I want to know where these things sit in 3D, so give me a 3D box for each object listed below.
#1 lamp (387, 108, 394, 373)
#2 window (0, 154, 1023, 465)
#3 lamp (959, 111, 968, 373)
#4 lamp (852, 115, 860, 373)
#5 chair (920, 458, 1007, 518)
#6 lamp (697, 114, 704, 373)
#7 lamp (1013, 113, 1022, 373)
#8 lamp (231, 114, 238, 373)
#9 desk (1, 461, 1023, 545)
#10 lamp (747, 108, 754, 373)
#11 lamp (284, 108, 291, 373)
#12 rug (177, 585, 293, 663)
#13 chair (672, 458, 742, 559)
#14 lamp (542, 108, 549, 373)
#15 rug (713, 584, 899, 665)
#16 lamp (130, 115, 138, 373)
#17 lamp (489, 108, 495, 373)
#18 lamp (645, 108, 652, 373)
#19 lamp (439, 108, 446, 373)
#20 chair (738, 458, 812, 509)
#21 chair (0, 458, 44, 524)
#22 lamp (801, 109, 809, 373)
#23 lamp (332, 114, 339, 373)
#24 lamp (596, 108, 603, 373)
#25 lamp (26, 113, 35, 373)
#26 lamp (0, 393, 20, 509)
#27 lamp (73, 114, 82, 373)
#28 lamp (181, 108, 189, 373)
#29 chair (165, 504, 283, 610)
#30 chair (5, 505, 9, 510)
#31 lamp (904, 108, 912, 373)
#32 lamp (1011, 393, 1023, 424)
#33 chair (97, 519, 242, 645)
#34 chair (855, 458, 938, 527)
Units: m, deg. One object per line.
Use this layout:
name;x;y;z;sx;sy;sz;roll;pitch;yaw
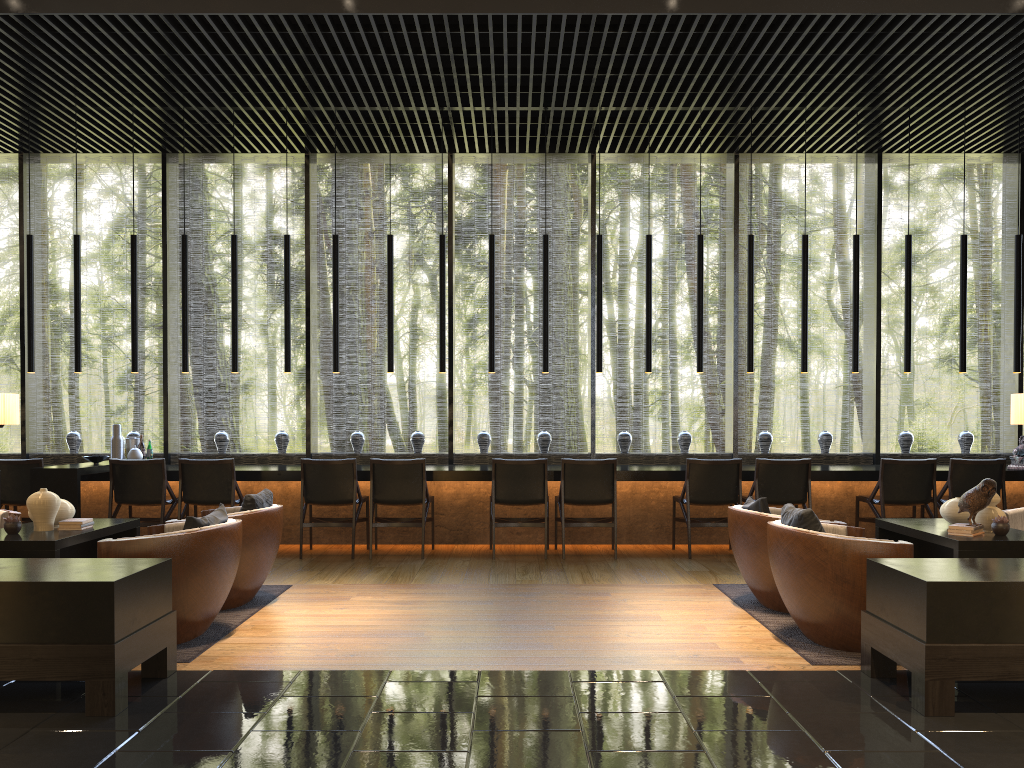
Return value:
lamp;-1.117;-1.312;8.127;0.060;2.422;0.060;0;1;5
window;-9.063;-0.831;3.611;31.869;4.230;12.061;0;-2;0
lamp;4.148;-1.312;8.127;0.060;2.422;0.060;0;1;-5
lamp;3.161;-1.312;8.127;0.060;2.422;0.060;0;1;-5
chair;3.869;1.039;7.547;0.525;0.828;0.563;0;0;0
lamp;1.730;-1.312;8.127;0.060;2.422;0.060;0;1;-5
lamp;4.648;-1.312;8.127;0.060;2.422;0.060;0;1;-5
lamp;-2.549;-1.312;8.127;0.060;2.422;0.060;0;1;-5
desk;-8.549;1.086;7.920;28.719;0.760;1.781;0;-2;0
lamp;2.193;-1.312;8.127;0.060;2.422;0.060;0;1;-5
lamp;-2.064;-1.312;8.127;0.060;2.422;0.060;0;1;-5
rug;-2.632;1.345;5.125;2.240;0.008;1.959;0;-2;0
chair;1.679;1.039;7.547;0.525;0.828;0.563;0;0;0
lamp;0.310;-1.312;8.127;0.060;2.422;0.060;0;1;-5
rug;2.512;1.345;5.125;2.240;0.008;2.042;0;-2;0
lamp;-3.471;-1.312;8.127;0.060;2.422;0.060;0;1;-5
lamp;-0.185;-1.312;8.127;0.060;2.422;0.060;0;1;5
lamp;1.257;-1.312;8.127;0.060;2.422;0.060;0;1;-5
lamp;-0.639;-1.312;8.127;0.060;2.422;0.060;0;1;-5
chair;2.254;1.039;7.547;0.525;0.828;0.563;0;0;0
chair;-4.125;1.039;7.547;0.525;0.828;0.563;0;0;0
lamp;2.691;-1.312;8.127;0.060;2.422;0.060;0;1;-5
lamp;-1.619;-1.312;8.127;0.060;2.422;0.060;0;1;-5
lamp;0.804;-1.312;8.127;0.060;2.422;0.060;0;1;5
lamp;-4.425;-1.312;8.127;0.060;2.422;0.060;0;1;-5
lamp;-3.546;0.710;5.996;0.375;1.352;0.374;0;1;30
lamp;-3.994;-1.312;8.127;0.060;2.422;0.060;0;1;-5
lamp;-3.006;-1.312;8.127;0.060;2.422;0.060;0;1;-5
chair;-1.746;1.065;5.541;0.606;0.604;0.804;0;-1;0
chair;-4.700;1.039;7.547;0.525;0.828;0.563;0;0;0
lamp;3.640;-1.312;8.127;0.060;2.422;0.060;0;1;-5
lamp;3.588;0.710;5.996;0.375;1.352;0.374;0;1;30
chair;-1.746;1.029;4.685;0.606;0.604;0.804;0;-1;0
chair;3.293;1.039;7.547;0.525;0.828;0.563;0;0;0
